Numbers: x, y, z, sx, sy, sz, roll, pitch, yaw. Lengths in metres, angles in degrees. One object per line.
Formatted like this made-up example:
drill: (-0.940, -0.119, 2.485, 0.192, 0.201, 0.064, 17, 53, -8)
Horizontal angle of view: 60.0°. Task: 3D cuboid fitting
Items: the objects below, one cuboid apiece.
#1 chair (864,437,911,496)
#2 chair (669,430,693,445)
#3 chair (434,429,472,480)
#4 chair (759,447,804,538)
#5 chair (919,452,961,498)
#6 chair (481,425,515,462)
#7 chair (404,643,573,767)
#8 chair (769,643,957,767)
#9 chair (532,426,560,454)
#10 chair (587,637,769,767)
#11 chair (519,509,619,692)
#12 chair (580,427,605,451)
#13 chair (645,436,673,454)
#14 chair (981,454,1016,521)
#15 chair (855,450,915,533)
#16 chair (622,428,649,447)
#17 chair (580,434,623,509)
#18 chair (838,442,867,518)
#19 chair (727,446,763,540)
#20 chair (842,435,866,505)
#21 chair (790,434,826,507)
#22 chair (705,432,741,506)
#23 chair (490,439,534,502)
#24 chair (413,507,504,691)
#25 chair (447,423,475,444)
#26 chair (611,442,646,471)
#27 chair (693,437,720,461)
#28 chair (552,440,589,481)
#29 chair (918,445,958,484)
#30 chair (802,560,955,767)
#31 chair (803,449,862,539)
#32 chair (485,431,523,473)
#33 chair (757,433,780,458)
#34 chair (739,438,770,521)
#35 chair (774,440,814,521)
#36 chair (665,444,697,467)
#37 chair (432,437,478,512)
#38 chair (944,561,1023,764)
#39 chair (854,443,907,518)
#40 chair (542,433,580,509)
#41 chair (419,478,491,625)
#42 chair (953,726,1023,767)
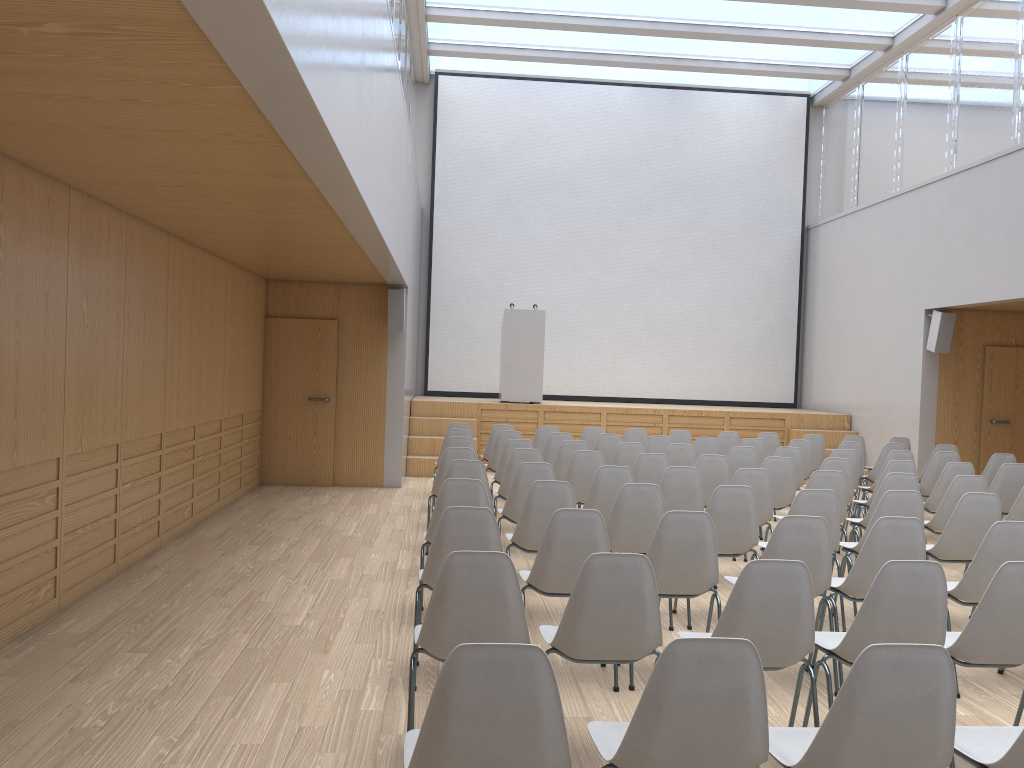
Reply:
chair: (4.559, 1.058, 10.747, 0.479, 0.876, 0.505, 2, 1, -4)
chair: (1.919, 0.966, 10.534, 0.479, 0.876, 0.505, 2, 1, -4)
chair: (-0.585, 0.895, 9.396, 0.479, 0.876, 0.505, 2, 1, -4)
chair: (2.581, 1.025, 8.616, 0.479, 0.876, 0.505, 2, 1, -4)
chair: (4.135, 1.079, 8.739, 0.479, 0.876, 0.505, 2, 1, -4)
chair: (-0.132, 0.895, 10.322, 0.479, 0.876, 0.505, 2, 1, -4)
chair: (-0.064, 1.043, 2.349, 0.479, 0.876, 0.505, 2, 1, -4)
chair: (0.948, 1.078, 2.463, 0.479, 0.876, 0.505, 2, 1, -4)
chair: (0.381, 0.912, 10.400, 0.479, 0.876, 0.505, 2, 1, -4)
chair: (0.462, 1.060, 2.456, 0.479, 0.876, 0.505, 2, 1, -4)
chair: (0.275, 1.018, 4.419, 0.479, 0.876, 0.505, 2, 1, -4)
chair: (0.916, 0.930, 10.480, 0.479, 0.876, 0.505, 2, 1, -4)
chair: (1.515, 0.970, 9.481, 0.479, 0.876, 0.505, 2, 1, -4)
chair: (4.678, 1.099, 8.751, 0.479, 0.876, 0.505, 2, 1, -4)
chair: (3.665, 1.063, 8.677, 0.479, 0.876, 0.505, 2, 1, -4)
chair: (1.412, 0.947, 10.545, 0.479, 0.876, 0.505, 2, 1, -4)
chair: (0.989, 0.951, 9.501, 0.479, 0.876, 0.505, 2, 1, -4)
chair: (3.556, 1.042, 9.631, 0.479, 0.876, 0.505, 2, 1, -4)
chair: (2.112, 1.010, 8.481, 0.479, 0.876, 0.505, 2, 1, -4)
chair: (4.015, 1.039, 10.735, 0.479, 0.876, 0.505, 2, 1, -4)
chair: (3.514, 1.022, 10.670, 0.479, 0.876, 0.505, 2, 1, -4)
chair: (2.488, 0.986, 10.555, 0.479, 0.876, 0.505, 2, 1, -4)
chair: (0.034, 0.937, 8.370, 0.479, 0.876, 0.505, 2, 1, -4)
chair: (-0.235, 1.000, 4.362, 0.479, 0.876, 0.505, 2, 1, -4)
chair: (-0.629, 0.876, 10.367, 0.479, 0.876, 0.505, 2, 1, -4)
chair: (1.076, 0.973, 8.467, 0.479, 0.876, 0.505, 2, 1, -4)
chair: (2.011, 0.987, 9.558, 0.479, 0.876, 0.505, 2, 1, -4)
chair: (0.545, 0.953, 8.476, 0.479, 0.876, 0.505, 2, 1, -4)
chair: (4.600, 1.079, 9.707, 0.479, 0.876, 0.505, 2, 1, -4)
chair: (1.435, 1.077, 3.501, 0.479, 0.876, 0.505, 2, 1, -4)
chair: (3.095, 1.044, 8.594, 0.479, 0.876, 0.505, 2, 1, -4)
chair: (-0.056, 0.914, 9.407, 0.479, 0.876, 0.505, 2, 1, -4)
chair: (2.977, 1.002, 10.649, 0.479, 0.876, 0.505, 2, 1, -4)
chair: (2.514, 1.004, 9.623, 0.479, 0.876, 0.505, 2, 1, -4)
chair: (3.023, 1.023, 9.632, 0.479, 0.876, 0.505, 2, 1, -4)
chair: (1.547, 0.989, 8.522, 0.479, 0.876, 0.505, 2, 1, -4)
chair: (-0.509, 0.916, 8.389, 0.479, 0.876, 0.505, 2, 1, -4)
chair: (1.898, 1.092, 3.564, 0.479, 0.876, 0.505, 2, 1, -4)
chair: (4.060, 1.059, 9.726, 0.479, 0.876, 0.505, 2, 1, -4)
chair: (0.473, 0.934, 9.405, 0.479, 0.876, 0.505, 2, 1, -4)
chair: (-0.314, 0.979, 5.378, 0.479, 0.876, 0.505, 2, 1, -4)
chair: (1.507, 1.097, 2.523, 0.479, 0.876, 0.505, 2, 1, -4)
